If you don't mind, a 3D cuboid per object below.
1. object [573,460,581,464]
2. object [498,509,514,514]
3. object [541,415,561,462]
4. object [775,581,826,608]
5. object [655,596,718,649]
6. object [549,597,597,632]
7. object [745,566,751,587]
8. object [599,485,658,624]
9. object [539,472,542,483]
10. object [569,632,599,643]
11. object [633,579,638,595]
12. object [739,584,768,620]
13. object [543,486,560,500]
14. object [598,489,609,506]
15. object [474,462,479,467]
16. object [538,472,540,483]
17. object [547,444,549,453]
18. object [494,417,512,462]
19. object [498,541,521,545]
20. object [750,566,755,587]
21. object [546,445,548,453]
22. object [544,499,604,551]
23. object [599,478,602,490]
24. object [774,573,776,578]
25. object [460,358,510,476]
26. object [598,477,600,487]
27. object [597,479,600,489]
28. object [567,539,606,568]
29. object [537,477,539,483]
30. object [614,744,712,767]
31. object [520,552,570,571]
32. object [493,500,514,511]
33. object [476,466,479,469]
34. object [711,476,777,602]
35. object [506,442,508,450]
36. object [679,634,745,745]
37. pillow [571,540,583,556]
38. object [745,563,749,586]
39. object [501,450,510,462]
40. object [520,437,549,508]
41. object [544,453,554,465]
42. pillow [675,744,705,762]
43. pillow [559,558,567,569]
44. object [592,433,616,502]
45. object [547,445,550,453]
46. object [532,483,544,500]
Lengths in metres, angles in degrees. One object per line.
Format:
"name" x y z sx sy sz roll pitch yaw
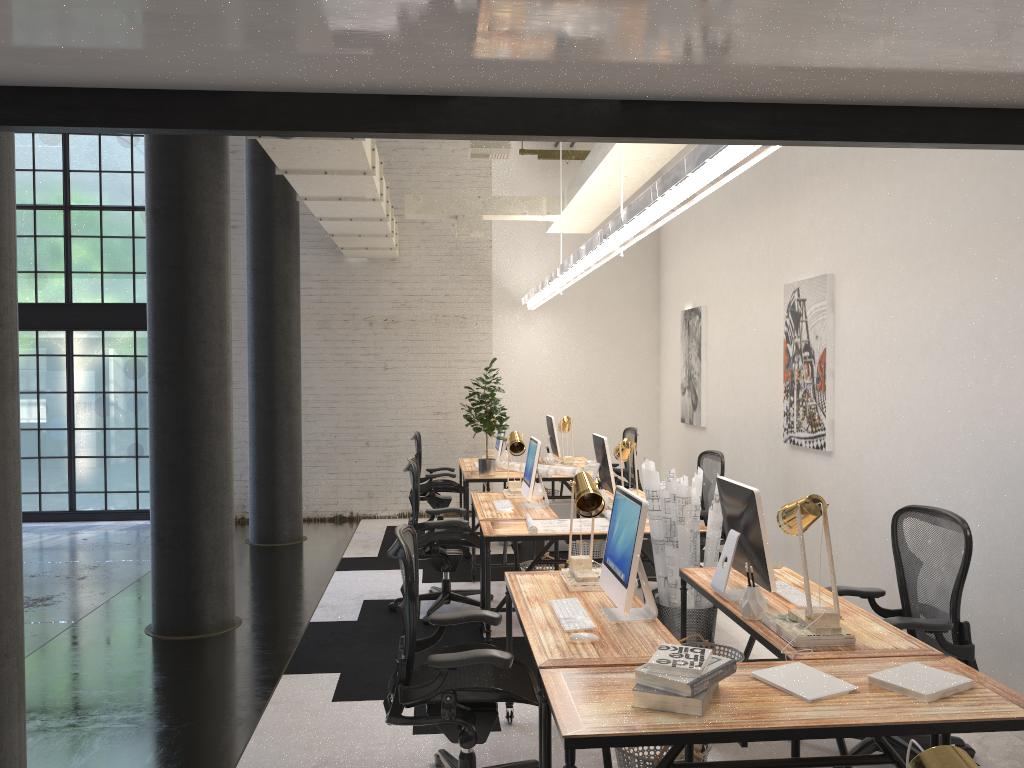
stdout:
"object" 0.632 0.808 9.305 0.118 0.018 0.439 0 1 -5
"object" -0.042 0.863 6.015 0.106 0.029 0.059 0 1 -4
"object" 0.407 0.576 9.305 0.189 0.485 0.483 0 1 -5
"object" 1.184 0.890 3.754 0.118 0.018 0.439 0 1 -5
"object" 0.984 1.423 5.008 0.353 0.398 0.353 1 1 40
"object" 0.232 0.897 3.461 0.118 0.018 0.439 0 1 -5
"object" 0.919 0.800 3.405 0.054 0.207 0.008 -1 2 -18
"object" 0.455 0.663 3.448 0.189 0.485 0.483 0 1 -5
"object" 0.201 0.766 6.686 0.054 0.207 0.008 -1 2 -18
"object" 0.254 0.894 3.133 0.106 0.029 0.059 0 1 -4
"object" 0.487 0.839 3.795 0.101 0.127 0.101 1 2 40
"object" 0.929 0.841 3.417 0.101 0.127 0.101 1 2 40
"object" 0.342 1.323 9.648 0.353 0.435 0.358 0 1 -9
"object" 0.634 0.810 6.299 0.101 0.127 0.101 1 2 40
"object" -0.319 0.816 9.011 0.118 0.018 0.439 0 1 -5
"object" 0.200 0.765 6.662 0.008 0.207 0.054 -1 2 -22
"object" 0.369 0.717 8.980 0.008 0.207 0.054 -1 2 -22
"object" -0.097 0.582 8.998 0.189 0.485 0.483 0 1 -5
"object" -0.024 1.335 8.696 0.353 0.435 0.358 0 1 -9
"object" 0.931 0.799 3.402 0.054 0.207 0.008 -1 2 -40
"object" 0.367 0.718 8.956 0.054 0.207 0.008 -1 2 -18
"object" 0.587 1.329 8.381 0.544 0.455 0.221 0 1 -5
"object" 0.636 0.768 6.284 0.054 0.207 0.008 -1 2 -40
"object" 1.163 0.879 4.081 0.106 0.029 0.059 0 1 -4
"object" -0.247 0.297 8.109 0.438 1.078 0.513 -1 1 -14
"object" 0.625 0.767 6.311 0.008 0.207 0.054 -1 2 -22
"object" 0.624 0.769 6.287 0.054 0.207 0.008 -1 2 -18
"object" 0.598 1.373 6.979 0.353 0.435 0.358 0 1 -9
"object" 0.189 0.766 6.689 0.054 0.207 0.008 -1 2 -40
"object" 0.527 1.416 3.145 0.353 0.435 0.358 0 1 -9
"object" 0.232 1.386 6.027 0.353 0.435 0.358 0 1 -9
"object" -0.063 0.866 6.342 0.118 0.018 0.439 0 1 -5
"object" -0.298 0.813 8.684 0.106 0.029 0.059 0 1 -4
"object" 0.959 0.657 3.754 0.189 0.485 0.483 0 1 -5
"object" -0.057 0.715 9.331 0.008 0.207 0.054 -1 2 -22
"object" 0.894 1.404 4.097 0.353 0.435 0.358 0 1 -9
"pillow" 0.519 1.387 6.977 0.119 0.407 0.239 0 1 -4
"object" 0.921 0.798 3.429 0.008 0.207 0.054 -1 2 -22
"object" -0.065 0.757 9.345 0.101 0.127 0.101 1 2 40
"object" 0.160 0.632 6.330 0.189 0.485 0.483 0 1 -5
"object" 0.377 0.759 8.968 0.101 0.127 0.101 1 2 40
"pillow" 0.606 1.429 3.147 0.119 0.407 0.239 0 1 -4
"pillow" 0.311 1.398 6.029 0.119 0.407 0.239 0 1 -4
"object" 0.664 0.626 6.636 0.189 0.485 0.483 0 1 -5
"object" 0.379 0.718 8.953 0.054 0.207 0.008 -1 2 -40
"object" 0.191 0.808 6.676 0.101 0.127 0.101 1 2 40
